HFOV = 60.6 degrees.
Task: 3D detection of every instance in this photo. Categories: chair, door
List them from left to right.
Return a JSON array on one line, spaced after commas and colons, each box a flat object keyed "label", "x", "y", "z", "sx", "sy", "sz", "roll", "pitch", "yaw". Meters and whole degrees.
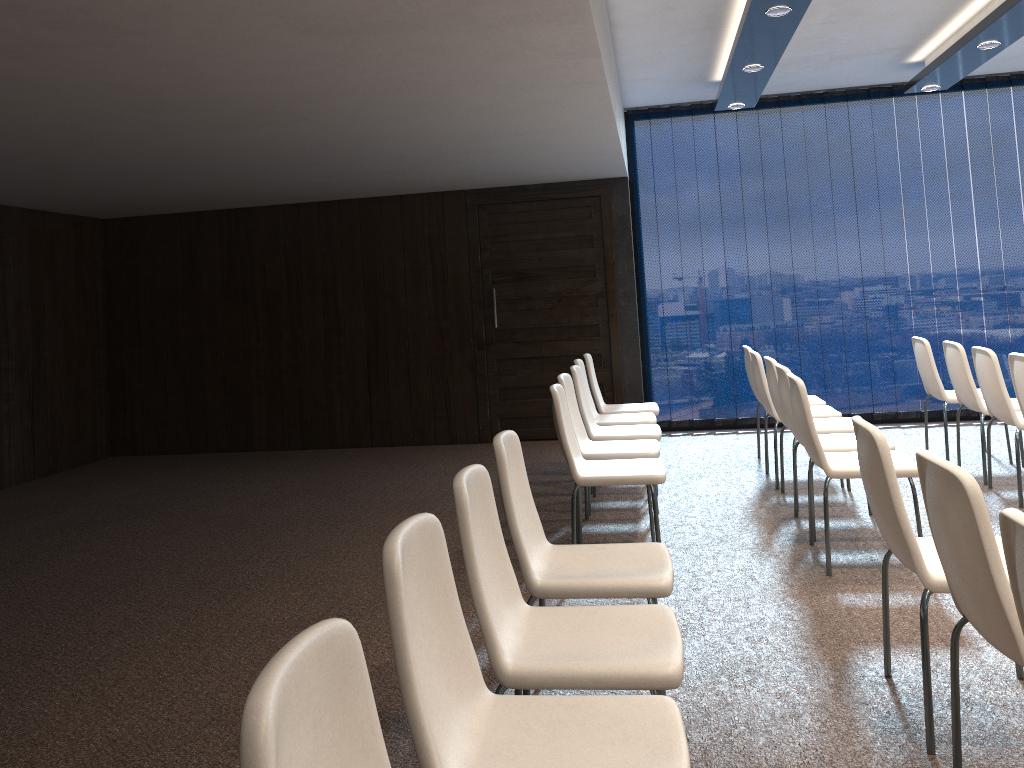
[{"label": "chair", "x": -0.007, "y": 0.784, "z": 1.091, "sx": 0.557, "sy": 0.906, "sz": 0.530, "roll": -4, "pitch": -1, "yaw": 8}, {"label": "chair", "x": 0.064, "y": 0.722, "z": 1.708, "sx": 0.557, "sy": 0.906, "sz": 0.530, "roll": -4, "pitch": -1, "yaw": 9}, {"label": "door", "x": 0.327, "y": -0.672, "z": 8.443, "sx": 1.398, "sy": 2.423, "sz": 0.267, "roll": -4, "pitch": -3, "yaw": 9}, {"label": "chair", "x": 0.157, "y": 0.666, "z": 2.253, "sx": 0.557, "sy": 0.906, "sz": 0.530, "roll": -4, "pitch": -1, "yaw": 8}, {"label": "chair", "x": 0.245, "y": 0.604, "z": 2.864, "sx": 0.557, "sy": 0.906, "sz": 0.530, "roll": -4, "pitch": -1, "yaw": 8}, {"label": "chair", "x": 0.497, "y": 0.444, "z": 4.426, "sx": 0.557, "sy": 0.906, "sz": 0.530, "roll": -4, "pitch": -1, "yaw": 8}, {"label": "chair", "x": 0.570, "y": 0.383, "z": 5.039, "sx": 0.557, "sy": 0.906, "sz": 0.530, "roll": -4, "pitch": -1, "yaw": 11}, {"label": "chair", "x": 0.745, "y": 0.263, "z": 6.221, "sx": 0.557, "sy": 0.906, "sz": 0.530, "roll": -4, "pitch": -1, "yaw": 9}, {"label": "chair", "x": 0.681, "y": 0.321, "z": 5.636, "sx": 0.557, "sy": 0.906, "sz": 0.530, "roll": -4, "pitch": -1, "yaw": 10}, {"label": "chair", "x": 0.859, "y": 0.203, "z": 6.790, "sx": 0.557, "sy": 0.906, "sz": 0.530, "roll": -4, "pitch": -1, "yaw": 8}, {"label": "chair", "x": 2.067, "y": 0.144, "z": 6.637, "sx": 0.557, "sy": 0.906, "sz": 0.530, "roll": -4, "pitch": -1, "yaw": 9}, {"label": "chair", "x": 1.956, "y": 0.206, "z": 6.036, "sx": 0.557, "sy": 0.906, "sz": 0.530, "roll": -4, "pitch": -1, "yaw": 9}, {"label": "chair", "x": 1.884, "y": 0.267, "z": 5.429, "sx": 0.557, "sy": 0.906, "sz": 0.530, "roll": -4, "pitch": -1, "yaw": 9}, {"label": "chair", "x": 1.773, "y": 0.331, "z": 4.818, "sx": 0.557, "sy": 0.906, "sz": 0.530, "roll": -4, "pitch": -1, "yaw": 9}, {"label": "chair", "x": 1.660, "y": 0.390, "z": 4.251, "sx": 0.557, "sy": 0.906, "sz": 0.530, "roll": -4, "pitch": -1, "yaw": 11}, {"label": "chair", "x": 3.285, "y": 0.090, "z": 6.428, "sx": 0.557, "sy": 0.906, "sz": 0.530, "roll": -4, "pitch": -1, "yaw": 10}, {"label": "chair", "x": 1.385, "y": 0.550, "z": 2.701, "sx": 0.557, "sy": 0.906, "sz": 0.530, "roll": -4, "pitch": -1, "yaw": 11}, {"label": "chair", "x": 3.215, "y": 0.152, "z": 5.808, "sx": 0.557, "sy": 0.906, "sz": 0.530, "roll": -4, "pitch": -1, "yaw": 10}, {"label": "chair", "x": 3.094, "y": 0.215, "z": 5.202, "sx": 0.557, "sy": 0.906, "sz": 0.530, "roll": -4, "pitch": -1, "yaw": 11}, {"label": "chair", "x": 1.314, "y": 0.613, "z": 2.075, "sx": 0.557, "sy": 0.906, "sz": 0.530, "roll": -4, "pitch": -1, "yaw": 8}, {"label": "chair", "x": 2.997, "y": 0.275, "z": 4.624, "sx": 0.557, "sy": 0.906, "sz": 0.530, "roll": -4, "pitch": -1, "yaw": 9}, {"label": "chair", "x": 1.193, "y": 0.676, "z": 1.467, "sx": 0.557, "sy": 0.906, "sz": 0.530, "roll": -4, "pitch": -1, "yaw": 8}]

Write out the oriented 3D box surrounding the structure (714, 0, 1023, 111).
[{"label": "structure", "x": 7.631, "y": -2.436, "z": 2.815, "sx": 13.123, "sy": 0.231, "sz": 8.090, "roll": -3, "pitch": 5, "yaw": 9}]
